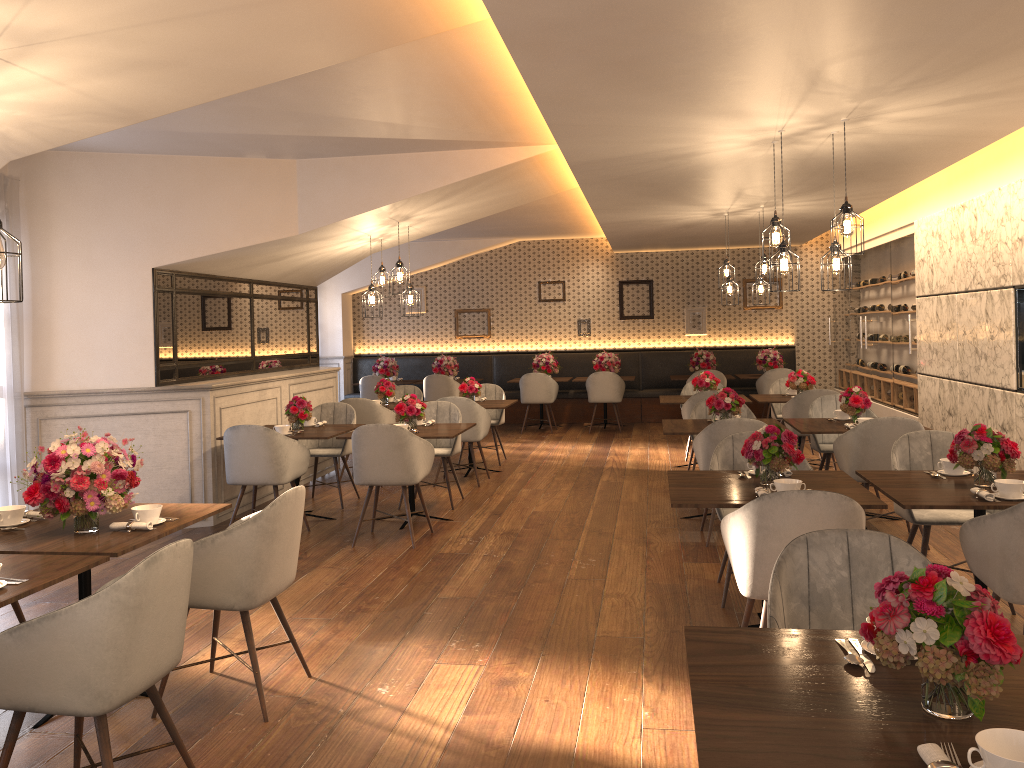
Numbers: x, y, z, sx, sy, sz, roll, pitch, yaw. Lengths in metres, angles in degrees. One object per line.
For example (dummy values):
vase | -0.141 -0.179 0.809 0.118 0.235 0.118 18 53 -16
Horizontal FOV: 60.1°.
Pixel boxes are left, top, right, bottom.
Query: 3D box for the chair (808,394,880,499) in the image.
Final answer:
chair | 2.717 0.541 7.268 0.565 0.872 0.527 -1 1 9

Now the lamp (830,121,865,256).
lamp | 1.915 -1.781 5.118 0.175 2.070 0.175 -1 0 11

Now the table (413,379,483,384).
table | -0.954 0.312 13.589 0.896 0.720 0.898 -1 2 9

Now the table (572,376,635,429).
table | 1.391 0.276 13.218 0.896 0.720 0.898 -1 2 9

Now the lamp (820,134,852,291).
lamp | 1.972 -1.610 5.443 0.175 2.070 0.175 -1 0 11

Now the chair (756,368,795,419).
chair | 3.668 0.208 12.178 0.565 0.872 0.527 -1 1 9

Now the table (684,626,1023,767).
table | 0.828 1.009 1.784 0.896 0.720 0.898 -1 2 9

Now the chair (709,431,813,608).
chair | 1.368 0.726 4.871 0.565 0.872 0.527 -1 1 9

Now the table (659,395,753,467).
table | 2.003 0.511 9.225 0.896 0.720 0.898 -1 2 9

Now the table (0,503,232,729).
table | -1.804 0.953 3.744 0.896 0.720 0.898 -1 2 9

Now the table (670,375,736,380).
table | 2.790 0.254 12.997 0.896 0.720 0.898 -1 2 9

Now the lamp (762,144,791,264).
lamp | 1.677 -1.812 5.693 0.175 2.070 0.175 -1 0 11

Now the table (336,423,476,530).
table | -0.799 0.722 7.010 0.896 0.720 0.898 -1 2 9

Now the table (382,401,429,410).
table | -1.384 0.583 9.456 0.896 0.720 0.898 -1 2 9

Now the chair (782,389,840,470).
chair | 2.882 0.465 8.406 0.565 0.872 0.527 -1 1 9

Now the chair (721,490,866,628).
chair | 1.146 0.814 3.562 0.565 0.872 0.527 -1 1 9

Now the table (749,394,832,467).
table | 2.950 0.497 9.075 0.896 0.720 0.898 -1 2 9

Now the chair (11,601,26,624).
chair | -2.452 0.886 3.867 0.526 0.872 0.565 -1 1 9

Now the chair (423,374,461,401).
chair | -1.023 0.280 12.919 0.565 0.872 0.527 -1 1 9

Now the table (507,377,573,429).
table | 0.444 0.290 13.368 0.896 0.720 0.898 -1 2 9

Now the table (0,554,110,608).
table | -1.951 1.015 2.817 0.896 0.720 0.898 -1 2 9

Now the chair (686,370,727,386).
chair | 2.721 0.222 12.327 0.565 0.872 0.527 -1 1 9

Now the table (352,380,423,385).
table | -1.902 0.327 13.739 0.896 0.720 0.898 -1 2 9

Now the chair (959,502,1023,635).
chair | 2.093 0.799 3.412 0.565 0.872 0.527 -1 1 9

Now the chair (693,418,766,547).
chair | 1.548 0.643 6.108 0.565 0.872 0.527 -1 1 9

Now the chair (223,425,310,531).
chair | -1.815 0.705 6.491 0.565 0.872 0.527 -1 1 9

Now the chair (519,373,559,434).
chair | 0.375 0.259 12.698 0.565 0.872 0.527 -1 1 9

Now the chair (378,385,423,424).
chair | -1.277 0.464 10.103 0.565 0.872 0.527 -1 1 9

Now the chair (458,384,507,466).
chair | -0.329 0.449 9.953 0.565 0.872 0.527 -1 1 9

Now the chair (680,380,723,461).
chair | 2.157 0.392 9.865 0.565 0.872 0.527 -1 1 9

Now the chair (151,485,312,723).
chair | -1.137 0.865 3.677 0.526 0.872 0.565 -1 1 9

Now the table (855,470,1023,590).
table | 2.162 0.831 4.081 0.896 0.720 0.898 -1 2 9

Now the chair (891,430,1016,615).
chair | 2.315 0.711 4.721 0.565 0.872 0.527 -1 1 9

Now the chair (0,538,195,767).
chair | -1.284 0.927 2.750 0.526 0.872 0.565 -1 1 9

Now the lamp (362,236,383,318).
lamp | -1.302 -1.644 8.102 0.175 2.070 0.175 -1 0 11

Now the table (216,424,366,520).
table | -1.747 0.737 7.161 0.896 0.720 0.898 -1 2 9

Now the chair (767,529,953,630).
chair | 0.982 0.889 2.424 0.565 0.872 0.527 -1 1 9

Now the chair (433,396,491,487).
chair | -0.506 0.537 8.637 0.565 0.872 0.527 -1 1 9

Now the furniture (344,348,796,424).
furniture | 0.838 0.063 13.949 7.086 1.081 0.542 -1 1 9

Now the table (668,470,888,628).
table | 1.215 0.846 4.231 0.896 0.720 0.898 -1 2 9

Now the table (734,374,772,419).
table | 3.737 0.239 12.847 0.896 0.720 0.898 -1 2 9

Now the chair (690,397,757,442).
chair | 1.770 0.555 7.418 0.565 0.872 0.527 -1 1 9

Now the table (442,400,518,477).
table | -0.437 0.568 9.306 0.896 0.720 0.898 -1 2 9

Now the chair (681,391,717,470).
chair | 1.934 0.480 8.556 0.565 0.872 0.527 -1 1 9

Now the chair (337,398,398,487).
chair | -1.453 0.551 8.786 0.565 0.872 0.527 -1 1 9

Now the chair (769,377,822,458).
chair | 3.104 0.377 9.715 0.565 0.872 0.527 -1 1 9

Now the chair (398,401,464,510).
chair | -0.692 0.603 7.658 0.565 0.872 0.527 -1 1 9

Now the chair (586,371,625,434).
chair | 1.322 0.244 12.548 0.565 0.872 0.527 -1 1 9

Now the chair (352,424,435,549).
chair | -0.868 0.690 6.341 0.565 0.872 0.527 -1 1 9

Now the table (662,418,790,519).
table | 1.617 0.675 6.777 0.896 0.720 0.898 -1 2 9

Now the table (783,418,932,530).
table | 2.564 0.660 6.627 0.896 0.720 0.898 -1 2 9

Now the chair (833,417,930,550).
chair | 2.495 0.629 5.958 0.565 0.872 0.527 -1 1 9

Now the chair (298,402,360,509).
chair | -1.639 0.618 7.808 0.565 0.872 0.527 -1 1 9

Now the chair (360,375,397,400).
chair | -1.970 0.295 13.069 0.565 0.872 0.527 -1 1 9

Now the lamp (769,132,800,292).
lamp | 1.631 -1.596 5.369 0.175 2.070 0.175 -1 0 11
